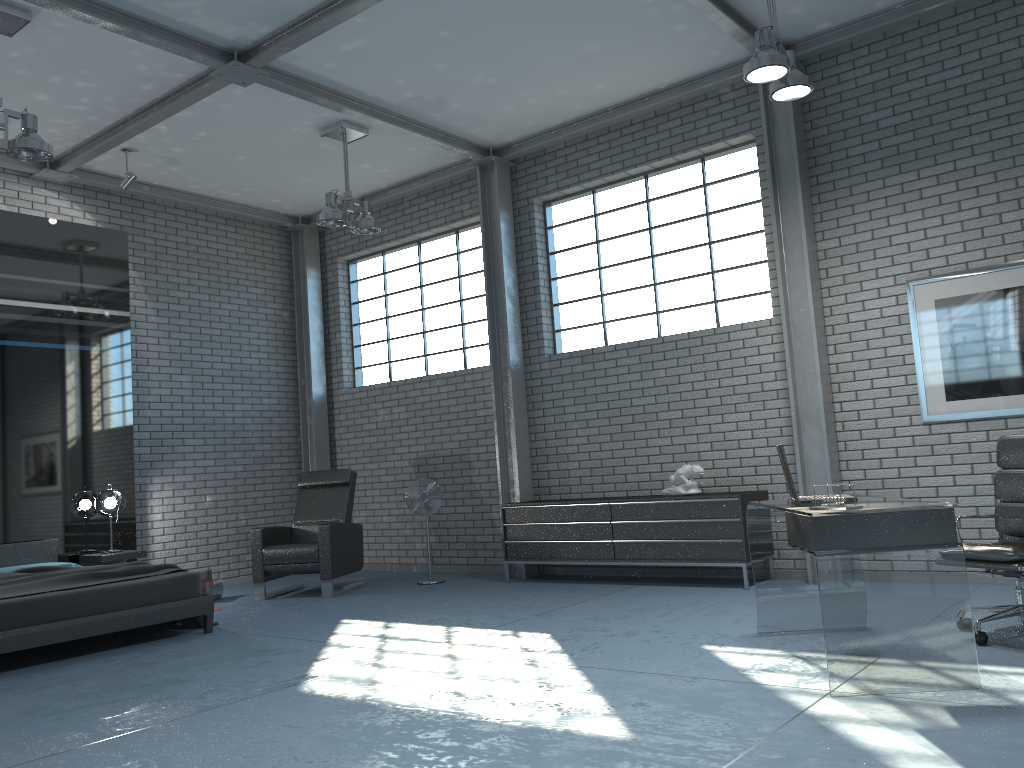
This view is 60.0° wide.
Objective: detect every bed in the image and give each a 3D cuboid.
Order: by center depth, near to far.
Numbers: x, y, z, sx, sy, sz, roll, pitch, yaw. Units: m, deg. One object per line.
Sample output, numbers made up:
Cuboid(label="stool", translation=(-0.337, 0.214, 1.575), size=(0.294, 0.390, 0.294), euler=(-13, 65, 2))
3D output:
Cuboid(label="bed", translation=(-3.495, 1.498, 6.174), size=(2.261, 0.674, 2.290), euler=(-8, -7, 38))

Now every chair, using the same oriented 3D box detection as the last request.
Cuboid(label="chair", translation=(2.443, 0.739, 4.341), size=(0.629, 0.977, 0.614), euler=(-2, -6, -22))
Cuboid(label="chair", translation=(-1.829, 1.347, 8.150), size=(0.763, 1.099, 0.940), euler=(-5, -6, 13))

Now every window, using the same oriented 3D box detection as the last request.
Cuboid(label="window", translation=(1.239, -1.120, 7.789), size=(2.200, 1.500, 0.100), euler=(-8, -7, 38))
Cuboid(label="window", translation=(-0.952, -0.800, 9.503), size=(2.200, 1.500, 0.100), euler=(-8, -7, 38))

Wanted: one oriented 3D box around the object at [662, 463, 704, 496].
Cuboid(label="object", translation=(1.351, 0.757, 6.999), size=(0.151, 0.244, 0.496), euler=(-1, -6, -27))

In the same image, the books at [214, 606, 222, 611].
Cuboid(label="books", translation=(-2.563, 1.869, 7.324), size=(0.300, 0.005, 0.214), euler=(-2, -6, -22))

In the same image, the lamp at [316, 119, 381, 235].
Cuboid(label="lamp", translation=(-1.419, -1.770, 7.619), size=(0.300, 0.872, 0.639), euler=(-8, -7, 38))

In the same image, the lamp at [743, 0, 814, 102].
Cuboid(label="lamp", translation=(1.554, -2.205, 5.292), size=(0.300, 0.872, 0.639), euler=(-8, -7, 38))

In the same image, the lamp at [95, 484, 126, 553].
Cuboid(label="lamp", translation=(-3.538, 1.178, 7.826), size=(0.259, 0.596, 0.250), euler=(1, -8, -44))

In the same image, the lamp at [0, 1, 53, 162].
Cuboid(label="lamp", translation=(-3.152, -1.862, 5.421), size=(0.300, 0.872, 0.639), euler=(-8, -7, 38))

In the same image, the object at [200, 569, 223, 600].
Cuboid(label="object", translation=(-2.760, 1.813, 7.931), size=(0.236, 0.271, 0.352), euler=(-4, -6, 2))

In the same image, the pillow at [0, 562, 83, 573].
Cuboid(label="pillow", translation=(-4.185, 1.475, 6.617), size=(0.567, 0.115, 1.810), euler=(-8, -7, 38))

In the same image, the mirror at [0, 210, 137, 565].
Cuboid(label="mirror", translation=(-4.635, 0.225, 7.014), size=(0.050, 3.500, 3.400), euler=(-8, -7, 38))

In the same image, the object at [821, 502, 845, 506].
Cuboid(label="object", translation=(1.428, 0.536, 3.947), size=(0.107, 0.010, 0.044), euler=(-2, -6, -19))

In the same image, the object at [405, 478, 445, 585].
Cuboid(label="object", translation=(-0.776, 1.348, 8.171), size=(0.342, 0.954, 0.258), euler=(-4, -6, 4))

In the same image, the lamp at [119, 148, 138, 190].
Cuboid(label="lamp", translation=(-3.388, -1.883, 7.783), size=(0.161, 0.343, 0.137), euler=(-5, -6, 8))

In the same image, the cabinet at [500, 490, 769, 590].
Cuboid(label="cabinet", translation=(0.958, 1.277, 7.290), size=(2.250, 0.682, 0.510), euler=(-8, -7, 38))

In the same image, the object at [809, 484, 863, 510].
Cuboid(label="object", translation=(1.353, 0.473, 3.721), size=(0.100, 0.102, 0.200), euler=(-1, -6, -27))

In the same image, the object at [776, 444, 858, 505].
Cuboid(label="object", translation=(1.474, 0.428, 4.316), size=(0.320, 0.288, 0.380), euler=(-5, -6, 13))

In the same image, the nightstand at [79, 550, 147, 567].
Cuboid(label="nightstand", translation=(-3.459, 1.720, 7.706), size=(0.400, 0.501, 0.400), euler=(-8, -7, 38))

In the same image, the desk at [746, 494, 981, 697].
Cuboid(label="desk", translation=(1.562, 0.915, 4.172), size=(0.593, 0.718, 1.358), euler=(-4, -6, 3))

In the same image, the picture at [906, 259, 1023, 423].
Cuboid(label="picture", translation=(3.408, -0.315, 5.777), size=(1.490, 1.015, 0.020), euler=(-8, -7, 38))
